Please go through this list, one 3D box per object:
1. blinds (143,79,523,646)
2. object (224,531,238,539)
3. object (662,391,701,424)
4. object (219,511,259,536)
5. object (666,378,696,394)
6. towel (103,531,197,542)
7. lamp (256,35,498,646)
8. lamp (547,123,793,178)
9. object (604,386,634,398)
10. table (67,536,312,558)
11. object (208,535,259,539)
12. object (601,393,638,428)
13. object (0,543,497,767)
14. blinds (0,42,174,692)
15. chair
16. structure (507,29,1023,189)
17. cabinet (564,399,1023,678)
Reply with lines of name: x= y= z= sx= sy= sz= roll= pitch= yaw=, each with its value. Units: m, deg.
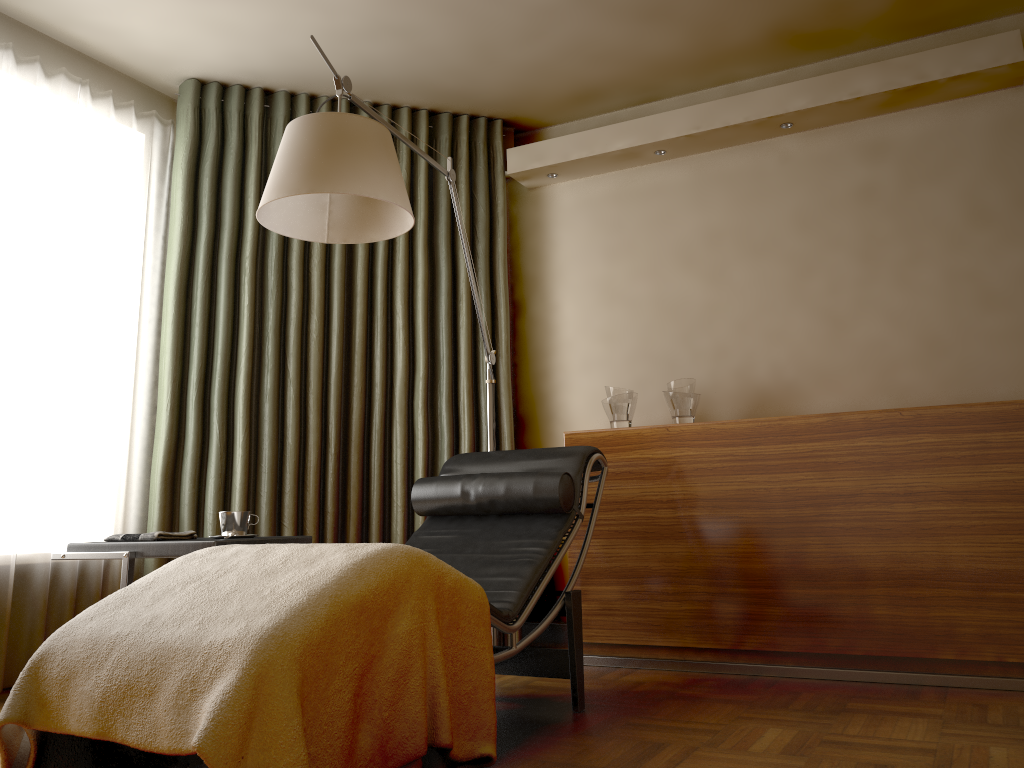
blinds: x=-0.739 y=-0.099 z=3.883 sx=1.530 sy=2.501 sz=0.220 roll=2 pitch=-14 yaw=-17
object: x=-0.837 y=0.448 z=2.620 sx=0.029 sy=0.020 sz=0.121 roll=-1 pitch=-9 yaw=-3
object: x=0.691 y=0.097 z=3.577 sx=0.155 sy=0.157 sz=0.153 roll=-5 pitch=-11 yaw=18
object: x=-0.852 y=0.435 z=2.729 sx=0.097 sy=0.080 sz=0.109 roll=-7 pitch=-12 yaw=28
object: x=0.690 y=0.059 z=3.586 sx=0.122 sy=0.153 sz=0.120 roll=-3 pitch=-12 yaw=7
towel: x=-1.087 y=0.465 z=2.678 sx=0.239 sy=0.036 sz=0.176 roll=-7 pitch=-10 yaw=31
lamp: x=-0.247 y=0.046 z=2.854 sx=0.449 sy=2.005 sz=1.397 roll=-9 pitch=-14 yaw=31
lamp: x=0.686 y=-1.069 z=4.032 sx=1.152 sy=0.029 sz=0.049 roll=-6 pitch=-11 yaw=27
object: x=0.453 y=0.083 z=3.707 sx=0.122 sy=0.153 sz=0.120 roll=-3 pitch=-12 yaw=9
table: x=-0.973 y=0.501 z=2.721 sx=0.516 sy=0.046 sz=0.492 roll=-4 pitch=-9 yaw=19
object: x=-0.854 y=0.470 z=2.715 sx=0.149 sy=0.009 sz=0.148 roll=-7 pitch=-10 yaw=33
object: x=0.454 y=0.121 z=3.698 sx=0.155 sy=0.157 sz=0.153 roll=2 pitch=-11 yaw=-15
object: x=-0.552 y=0.630 z=1.966 sx=0.913 sy=0.530 sz=0.897 roll=-6 pitch=-11 yaw=27
blinds: x=-1.981 y=-0.175 z=2.754 sx=0.092 sy=2.335 sz=2.167 roll=-8 pitch=-13 yaw=27
chair: x=-0.295 y=0.543 z=2.450 sx=0.632 sy=0.812 sz=1.765 roll=-7 pitch=-11 yaw=27
structure: x=1.003 y=-1.153 z=3.895 sx=2.168 sy=0.133 sz=0.270 roll=-6 pitch=-10 yaw=27
cabinet: x=1.058 y=0.575 z=3.327 sx=1.666 sy=0.879 sz=0.410 roll=-6 pitch=-13 yaw=27
